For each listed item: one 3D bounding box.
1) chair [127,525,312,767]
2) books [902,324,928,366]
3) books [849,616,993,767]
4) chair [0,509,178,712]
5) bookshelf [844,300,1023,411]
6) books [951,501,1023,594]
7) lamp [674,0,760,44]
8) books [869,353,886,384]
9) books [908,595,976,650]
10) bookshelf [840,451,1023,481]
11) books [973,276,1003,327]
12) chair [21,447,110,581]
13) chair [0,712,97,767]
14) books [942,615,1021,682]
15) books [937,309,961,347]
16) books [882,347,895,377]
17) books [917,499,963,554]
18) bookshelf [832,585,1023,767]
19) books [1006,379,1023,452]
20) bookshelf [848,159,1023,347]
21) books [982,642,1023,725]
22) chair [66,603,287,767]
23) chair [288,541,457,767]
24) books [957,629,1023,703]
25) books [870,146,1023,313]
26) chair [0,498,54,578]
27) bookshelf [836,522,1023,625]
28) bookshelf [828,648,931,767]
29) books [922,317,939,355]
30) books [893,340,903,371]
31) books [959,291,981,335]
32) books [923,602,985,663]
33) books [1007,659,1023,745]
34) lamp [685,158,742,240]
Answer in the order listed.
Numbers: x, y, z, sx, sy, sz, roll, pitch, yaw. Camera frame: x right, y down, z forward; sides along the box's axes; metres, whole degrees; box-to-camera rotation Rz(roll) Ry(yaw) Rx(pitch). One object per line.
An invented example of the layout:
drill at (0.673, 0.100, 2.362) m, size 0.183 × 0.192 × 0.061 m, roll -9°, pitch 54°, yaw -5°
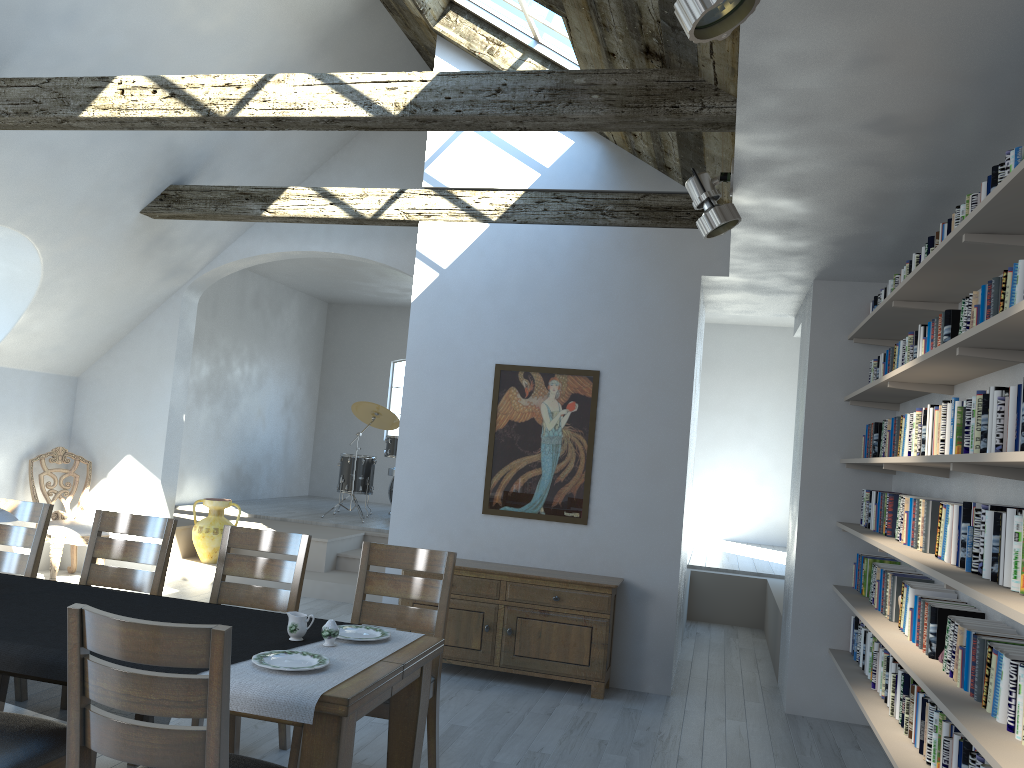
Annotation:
chair at (-1.311, 1.197, 4.105) m, size 0.514 × 1.006 × 0.605 m, roll 4°, pitch -4°, yaw 14°
books at (2.024, -0.140, 4.265) m, size 0.214 × 0.237 × 0.490 m, roll 4°, pitch -4°, yaw 14°
books at (1.868, 1.422, 4.065) m, size 0.242 × 0.237 × 2.981 m, roll 4°, pitch -4°, yaw 14°
chair at (-2.033, 1.146, 4.280) m, size 0.514 × 1.006 × 0.605 m, roll 4°, pitch -4°, yaw 14°
bookshelf at (1.381, -0.212, 1.838) m, size 0.315 × 0.070 × 7.825 m, roll 4°, pitch -4°, yaw 14°
books at (1.406, 0.430, 1.860) m, size 0.242 × 0.237 × 2.981 m, roll 4°, pitch -4°, yaw 14°
lamp at (0.494, -1.053, 2.220) m, size 0.265 × 0.386 × 0.235 m, roll 2°, pitch -5°, yaw 35°
books at (2.259, -0.042, 5.267) m, size 0.214 × 0.220 × 0.490 m, roll 4°, pitch -4°, yaw 14°
books at (1.821, 1.027, 3.771) m, size 0.209 × 0.220 × 0.278 m, roll 4°, pitch -4°, yaw 12°
bookshelf at (1.346, 0.181, 1.810) m, size 0.315 × 0.070 × 7.825 m, roll 4°, pitch -4°, yaw 14°
books at (1.743, -0.238, 3.077) m, size 0.209 × 0.220 × 0.278 m, roll 4°, pitch -4°, yaw 12°
chair at (-3.953, 1.158, 7.903) m, size 0.655 × 1.159 × 0.552 m, roll 2°, pitch -5°, yaw 38°
chair at (-1.647, 1.068, 2.677) m, size 0.514 × 1.006 × 0.605 m, roll 4°, pitch -4°, yaw 14°
books at (1.683, 0.973, 3.196) m, size 0.189 × 0.228 × 0.249 m, roll 4°, pitch -4°, yaw 14°
books at (1.862, -0.191, 3.589) m, size 0.189 × 0.224 × 0.345 m, roll 4°, pitch -4°, yaw 14°
books at (2.171, -0.077, 4.891) m, size 0.209 × 0.220 × 0.278 m, roll 4°, pitch -4°, yaw 12°
books at (1.854, 0.614, 3.794) m, size 0.189 × 0.220 × 0.156 m, roll 4°, pitch -4°, yaw 14°
bookshelf at (1.277, 0.967, 1.756) m, size 0.315 × 0.070 × 7.825 m, roll 4°, pitch -4°, yaw 14°
books at (1.303, -0.013, 1.304) m, size 0.242 × 0.237 × 2.981 m, roll 4°, pitch -4°, yaw 14°
bookshelf at (1.416, -0.605, 1.865) m, size 0.315 × 0.070 × 7.825 m, roll 4°, pitch -4°, yaw 14°
books at (1.566, 0.928, 2.696) m, size 0.189 × 0.228 × 0.249 m, roll 4°, pitch -4°, yaw 14°
chair at (-0.924, 1.120, 2.502) m, size 0.514 × 1.006 × 0.605 m, roll 4°, pitch -4°, yaw 14°
chair at (-0.588, 1.249, 3.930) m, size 0.514 × 1.006 × 0.605 m, roll 4°, pitch -4°, yaw 14°
books at (1.629, 0.953, 2.958) m, size 0.209 × 0.220 × 0.278 m, roll 4°, pitch -4°, yaw 12°
books at (2.044, -0.540, 4.209) m, size 0.242 × 0.237 × 2.981 m, roll 4°, pitch -4°, yaw 14°
chair at (-2.756, 1.094, 4.454) m, size 0.514 × 1.006 × 0.605 m, roll 4°, pitch -4°, yaw 14°
bookshelf at (1.311, 0.574, 1.783) m, size 0.315 × 0.070 × 7.825 m, roll 4°, pitch -4°, yaw 14°
bookshelf at (1.242, 1.360, 1.728) m, size 0.315 × 0.070 × 7.825 m, roll 4°, pitch -4°, yaw 14°
books at (1.935, -0.165, 3.890) m, size 0.209 × 0.220 × 0.278 m, roll 4°, pitch -4°, yaw 12°
books at (2.107, -0.103, 4.630) m, size 0.189 × 0.228 × 0.249 m, roll 4°, pitch -4°, yaw 14°
books at (1.797, -0.218, 3.315) m, size 0.189 × 0.228 × 0.249 m, roll 4°, pitch -4°, yaw 14°
books at (1.747, 1.000, 3.470) m, size 0.189 × 0.224 × 0.345 m, roll 4°, pitch -4°, yaw 14°
books at (1.483, 0.891, 2.331) m, size 0.214 × 0.237 × 0.490 m, roll 4°, pitch -4°, yaw 14°
lamp at (0.958, -0.874, 4.192) m, size 0.265 × 0.386 × 0.235 m, roll 2°, pitch -5°, yaw 35°
